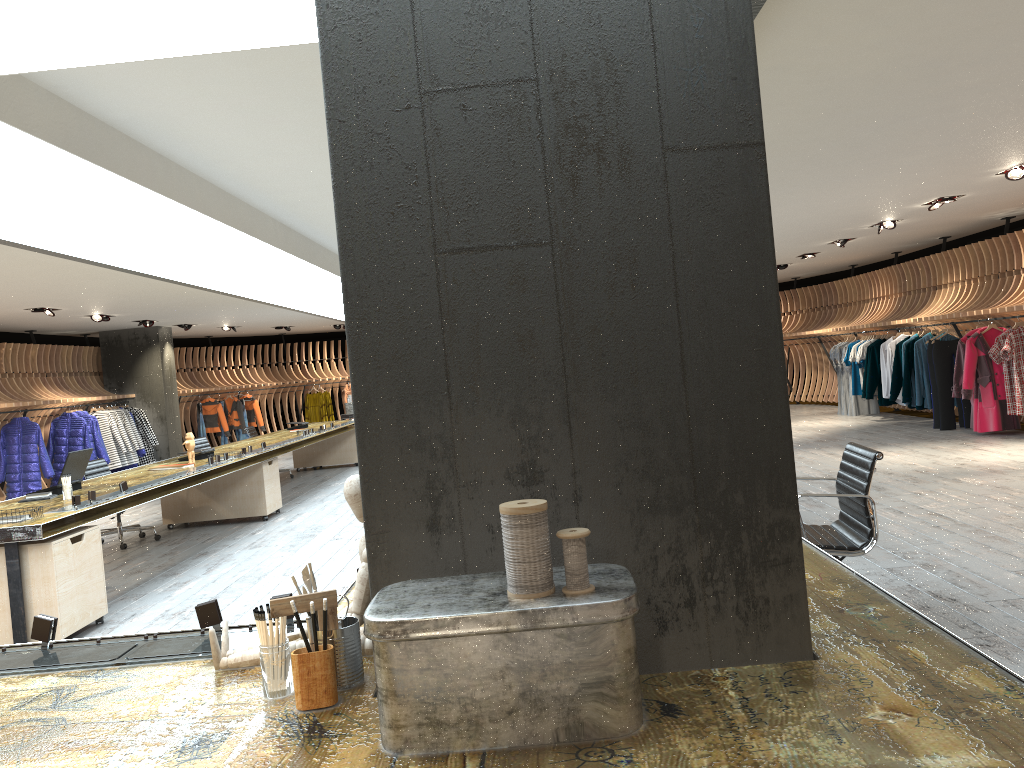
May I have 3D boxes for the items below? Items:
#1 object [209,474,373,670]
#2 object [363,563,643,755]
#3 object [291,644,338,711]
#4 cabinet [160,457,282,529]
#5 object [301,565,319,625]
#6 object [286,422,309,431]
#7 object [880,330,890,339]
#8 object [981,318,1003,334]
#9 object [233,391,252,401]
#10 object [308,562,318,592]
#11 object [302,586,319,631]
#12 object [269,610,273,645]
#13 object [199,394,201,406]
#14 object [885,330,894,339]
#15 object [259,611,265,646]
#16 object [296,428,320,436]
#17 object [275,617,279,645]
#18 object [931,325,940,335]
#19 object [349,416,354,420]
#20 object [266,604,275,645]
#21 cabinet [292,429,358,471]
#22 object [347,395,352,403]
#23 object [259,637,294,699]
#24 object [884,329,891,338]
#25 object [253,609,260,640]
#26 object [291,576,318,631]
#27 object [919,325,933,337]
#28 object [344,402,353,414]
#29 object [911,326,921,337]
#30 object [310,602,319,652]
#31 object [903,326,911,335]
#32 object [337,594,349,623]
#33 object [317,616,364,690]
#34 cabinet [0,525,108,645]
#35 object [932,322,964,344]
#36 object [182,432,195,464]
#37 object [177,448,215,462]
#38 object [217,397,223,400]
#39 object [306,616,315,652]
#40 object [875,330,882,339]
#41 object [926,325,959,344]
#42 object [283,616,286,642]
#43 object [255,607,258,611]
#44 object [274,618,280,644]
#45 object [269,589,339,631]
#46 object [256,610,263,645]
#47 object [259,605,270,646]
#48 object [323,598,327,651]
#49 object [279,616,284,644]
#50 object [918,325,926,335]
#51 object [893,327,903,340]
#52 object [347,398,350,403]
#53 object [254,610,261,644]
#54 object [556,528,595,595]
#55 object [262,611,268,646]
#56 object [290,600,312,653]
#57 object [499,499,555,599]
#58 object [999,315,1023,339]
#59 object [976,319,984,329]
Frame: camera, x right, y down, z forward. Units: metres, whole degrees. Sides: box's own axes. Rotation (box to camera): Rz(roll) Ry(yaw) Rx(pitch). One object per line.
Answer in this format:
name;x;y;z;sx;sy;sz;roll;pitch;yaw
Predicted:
object;-0.506;0.447;2.121;0.431;0.429;0.195;-5;0;-3
object;-0.009;0.499;1.647;0.497;0.239;0.303;-5;1;2
object;-0.401;0.590;1.803;0.084;0.111;0.083;-5;0;-11
cabinet;-3.191;1.196;9.767;1.131;0.630;0.593;-5;1;1
object;-0.413;0.515;1.908;0.012;0.264;0.062;-5;0;44
object;-3.324;0.644;13.751;0.261;0.111;0.373;-5;1;1
object;5.988;-0.745;14.228;0.525;0.270;0.012;-5;0;1
object;5.922;-0.683;10.927;0.525;0.270;0.012;-5;0;11
object;-6.192;0.274;20.118;0.549;0.243;0.023;-6;0;-22
object;-0.409;0.511;1.908;0.008;0.267;0.060;-5;0;18
object;-0.414;0.537;1.917;0.009;0.222;0.082;-5;0;31
object;-0.505;0.558;1.862;0.007;0.170;0.030;-5;0;-41
object;-6.699;0.342;19.033;0.023;0.243;0.549;-5;1;-17
object;5.981;-0.741;14.019;0.525;0.270;0.012;-5;0;6
object;-0.519;0.559;1.866;0.007;0.170;0.030;-5;0;-2
object;-2.724;0.646;11.881;0.302;0.071;0.209;-5;1;-4
object;-0.495;0.557;1.865;0.030;0.170;0.007;-5;0;22
object;5.940;-0.713;12.439;0.525;0.270;0.012;-5;0;11
object;-2.650;0.579;15.259;0.302;0.074;0.217;-5;1;-4
object;-0.511;0.557;1.904;0.030;0.170;0.007;-5;0;41
cabinet;-3.069;1.089;14.972;1.131;0.630;0.593;-5;1;1
object;-3.285;0.319;18.432;0.262;0.204;0.088;-5;0;0
object;-0.501;0.602;1.884;0.061;0.111;0.061;-5;0;-10
object;5.998;-0.745;14.146;0.525;0.270;0.012;-5;0;1
object;-0.527;0.559;1.878;0.007;0.170;0.030;-5;0;39
object;-0.426;0.529;1.923;0.084;0.240;0.009;-5;0;-22
object;5.965;-0.720;12.762;0.525;0.270;0.012;-5;0;1
object;-3.305;0.500;18.487;0.303;0.239;0.498;-5;1;2
object;5.958;-0.724;13.078;0.525;0.270;0.012;-5;0;6
object;-0.393;0.536;1.785;0.008;0.207;0.054;-5;0;-11
object;5.970;-0.736;13.411;0.525;0.270;0.012;-5;0;1
object;-0.374;0.542;1.911;0.081;0.198;0.050;-5;0;26
object;-0.380;0.583;1.922;0.108;0.128;0.108;-5;0;16
cabinet;-3.184;1.274;5.427;1.131;0.630;0.593;-5;1;1
object;5.925;-0.701;11.960;0.525;0.270;0.012;-5;0;6
object;-3.141;0.626;8.640;0.097;0.300;0.320;-5;1;-15
object;-3.265;0.733;9.181;0.262;0.088;0.373;-5;1;1
object;-6.465;0.309;19.592;0.023;0.243;0.549;-5;1;-2
object;-0.411;0.560;1.834;0.018;0.158;0.011;-5;0;19
object;5.972;-0.742;14.414;0.524;0.284;0.014;-5;0;11
object;5.940;-0.705;12.140;0.525;0.270;0.012;-5;0;26
object;-0.485;0.555;1.881;0.030;0.170;0.007;-5;0;-32
object;-0.526;0.559;1.892;0.030;0.170;0.007;-5;0;-12
object;-0.501;0.557;1.904;0.007;0.170;0.030;-5;0;-22
object;-0.432;0.545;1.870;0.138;0.209;0.034;-5;0;-19
object;-0.523;0.559;1.869;0.007;0.170;0.030;-5;0;12
object;-0.520;0.558;1.900;0.030;0.170;0.007;-5;0;14
object;-0.378;0.534;1.796;0.008;0.207;0.054;-5;0;-33
object;-0.488;0.556;1.872;0.030;0.170;0.007;-5;0;-5
object;5.949;-0.722;12.874;0.525;0.270;0.012;-5;0;1
object;5.974;-0.741;13.645;0.525;0.270;0.012;-5;0;6
object;-3.390;0.337;18.348;0.062;0.109;0.062;-6;0;-33
object;-0.525;0.559;1.873;0.007;0.170;0.030;-5;0;24
object;0.114;0.315;1.578;0.062;0.109;0.062;-6;0;-28
object;-0.515;0.559;1.863;0.007;0.170;0.030;-5;0;-15
object;-0.410;0.536;1.789;0.054;0.207;0.008;-5;0;-16
object;0.030;0.314;1.683;0.088;0.204;0.262;-5;1;0
object;5.885;-0.668;10.279;0.525;0.270;0.012;-5;0;1
object;5.906;-0.686;11.173;0.525;0.270;0.012;-5;0;1
